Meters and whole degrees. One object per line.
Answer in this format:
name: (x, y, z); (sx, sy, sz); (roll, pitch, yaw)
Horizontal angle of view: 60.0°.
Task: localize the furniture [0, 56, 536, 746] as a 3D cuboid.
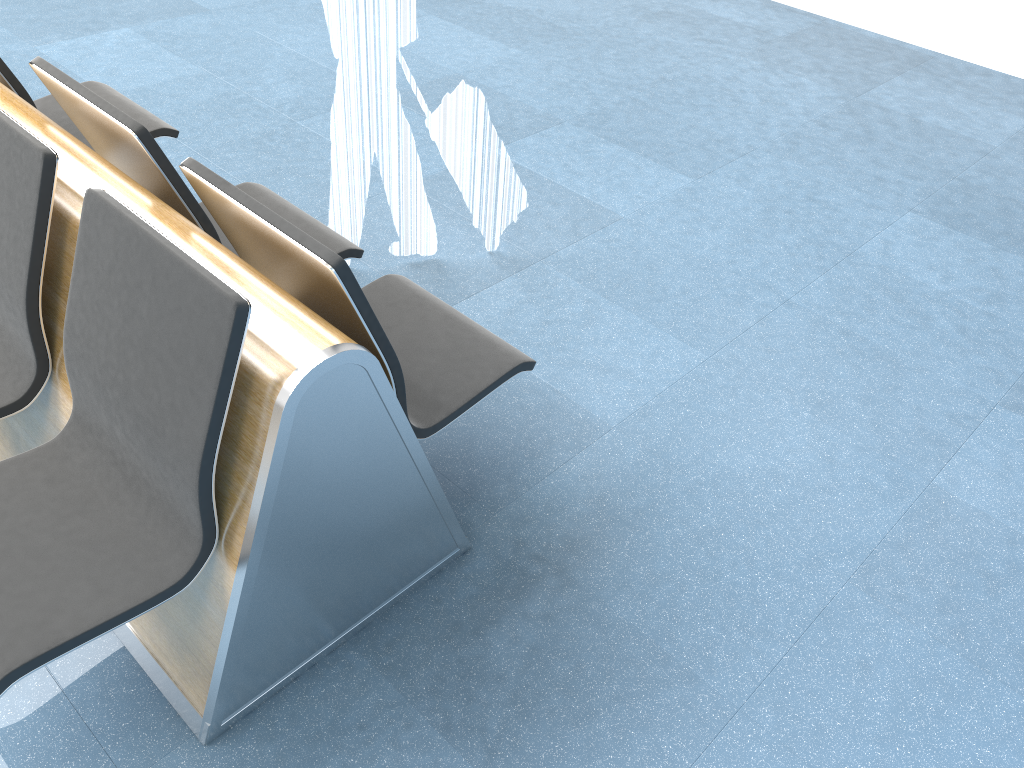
furniture: (-1.141, -0.337, 2.240); (2.281, 0.896, 1.301); (34, 48, 30)
